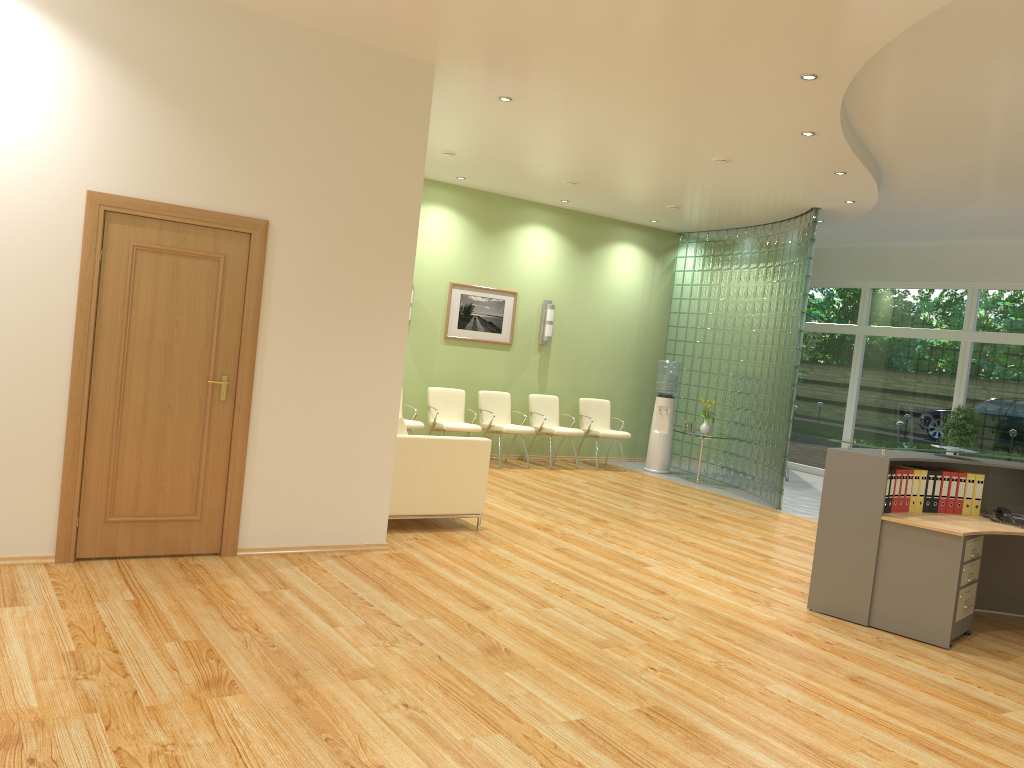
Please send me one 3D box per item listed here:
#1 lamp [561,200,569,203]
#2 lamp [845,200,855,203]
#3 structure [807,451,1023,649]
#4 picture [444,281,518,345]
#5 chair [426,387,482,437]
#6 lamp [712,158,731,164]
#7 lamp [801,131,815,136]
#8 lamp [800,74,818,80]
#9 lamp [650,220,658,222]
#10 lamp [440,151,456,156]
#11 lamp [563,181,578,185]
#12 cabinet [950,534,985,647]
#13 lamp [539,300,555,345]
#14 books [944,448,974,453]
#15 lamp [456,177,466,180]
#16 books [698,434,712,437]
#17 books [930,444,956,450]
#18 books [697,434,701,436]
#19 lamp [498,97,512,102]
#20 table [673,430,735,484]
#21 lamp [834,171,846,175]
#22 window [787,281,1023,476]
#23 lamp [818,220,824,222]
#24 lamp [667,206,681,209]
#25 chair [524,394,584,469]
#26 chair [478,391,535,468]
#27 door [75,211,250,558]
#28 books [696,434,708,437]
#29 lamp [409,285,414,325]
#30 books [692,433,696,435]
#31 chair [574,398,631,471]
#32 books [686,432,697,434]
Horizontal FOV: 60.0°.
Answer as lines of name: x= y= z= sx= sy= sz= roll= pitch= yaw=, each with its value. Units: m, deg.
lamp: x=0.660 y=-2.285 z=11.099 sx=0.105 sy=0.011 sz=0.105 roll=9 pitch=4 yaw=38
lamp: x=3.481 y=-1.875 z=9.135 sx=0.105 sy=0.011 sz=0.105 roll=5 pitch=3 yaw=-17
structure: x=3.965 y=1.200 z=5.273 sx=3.673 sy=1.049 sz=1.837 roll=9 pitch=4 yaw=42
picture: x=-0.378 y=-0.878 z=11.164 sx=1.000 sy=0.700 sz=0.025 roll=4 pitch=3 yaw=-33
chair: x=-0.712 y=0.514 z=10.578 sx=0.536 sy=0.881 sz=0.650 roll=5 pitch=3 yaw=-28
lamp: x=1.871 y=-1.987 z=7.915 sx=0.167 sy=0.024 sz=0.167 roll=7 pitch=3 yaw=6
lamp: x=2.241 y=-1.893 z=6.715 sx=0.105 sy=0.011 sz=0.105 roll=7 pitch=3 yaw=14
lamp: x=1.816 y=-1.876 z=5.424 sx=0.105 sy=0.011 sz=0.105 roll=8 pitch=3 yaw=36
lamp: x=1.911 y=-2.187 z=11.921 sx=0.105 sy=0.011 sz=0.105 roll=9 pitch=4 yaw=38
lamp: x=-0.647 y=-2.318 z=8.959 sx=0.167 sy=0.024 sz=0.167 roll=7 pitch=3 yaw=17
lamp: x=0.647 y=-2.216 z=9.808 sx=0.167 sy=0.024 sz=0.167 roll=7 pitch=3 yaw=17
cabinet: x=2.651 y=1.227 z=5.622 sx=0.502 sy=0.692 sz=0.463 roll=9 pitch=4 yaw=42
lamp: x=0.469 y=-0.808 z=11.650 sx=0.134 sy=0.580 sz=0.142 roll=4 pitch=3 yaw=-33
books: x=3.076 y=0.453 z=6.078 sx=0.210 sy=0.004 sz=0.150 roll=7 pitch=3 yaw=22
lamp: x=-0.592 y=-2.383 z=10.278 sx=0.105 sy=0.011 sz=0.105 roll=9 pitch=4 yaw=38
books: x=2.450 y=0.653 z=11.275 sx=0.150 sy=0.004 sz=0.210 roll=6 pitch=3 yaw=-8
books: x=3.019 y=0.440 z=6.214 sx=0.150 sy=0.004 sz=0.210 roll=7 pitch=3 yaw=22
books: x=2.432 y=0.651 z=11.274 sx=0.150 sy=0.004 sz=0.210 roll=6 pitch=3 yaw=2
lamp: x=-0.052 y=-2.146 z=6.687 sx=0.105 sy=0.011 sz=0.105 roll=6 pitch=3 yaw=0
table: x=2.446 y=0.952 z=11.506 sx=0.581 sy=0.614 sz=0.581 roll=5 pitch=3 yaw=-19
lamp: x=2.921 y=-1.876 z=7.896 sx=0.105 sy=0.011 sz=0.105 roll=8 pitch=3 yaw=27
window: x=7.042 y=0.316 z=10.375 sx=0.092 sy=3.000 sz=9.401 roll=4 pitch=3 yaw=-33
lamp: x=3.637 y=-1.924 z=10.480 sx=0.105 sy=0.011 sz=0.105 roll=6 pitch=3 yaw=-16
lamp: x=1.941 y=-2.115 z=10.658 sx=0.167 sy=0.024 sz=0.167 roll=9 pitch=4 yaw=40
chair: x=14.848 y=2.352 z=7.222 sx=30.806 sy=0.986 sz=0.748 roll=7 pitch=3 yaw=16
chair: x=14.510 y=2.326 z=6.994 sx=31.281 sy=0.986 sz=0.752 roll=7 pitch=3 yaw=15
door: x=-2.063 y=0.041 z=5.293 sx=0.823 sy=2.001 sz=0.098 roll=4 pitch=3 yaw=-33
books: x=2.414 y=0.649 z=11.277 sx=0.150 sy=0.004 sz=0.210 roll=7 pitch=3 yaw=12
lamp: x=-1.256 y=-0.943 z=10.518 sx=0.134 sy=0.580 sz=0.142 roll=4 pitch=3 yaw=-33
books: x=2.344 y=0.639 z=11.330 sx=0.210 sy=0.004 sz=0.150 roll=5 pitch=3 yaw=-28
chair: x=1.209 y=0.665 z=11.835 sx=0.536 sy=0.881 sz=0.650 roll=5 pitch=3 yaw=-28
books: x=2.332 y=0.636 z=11.364 sx=0.210 sy=0.004 sz=0.150 roll=6 pitch=3 yaw=-8
